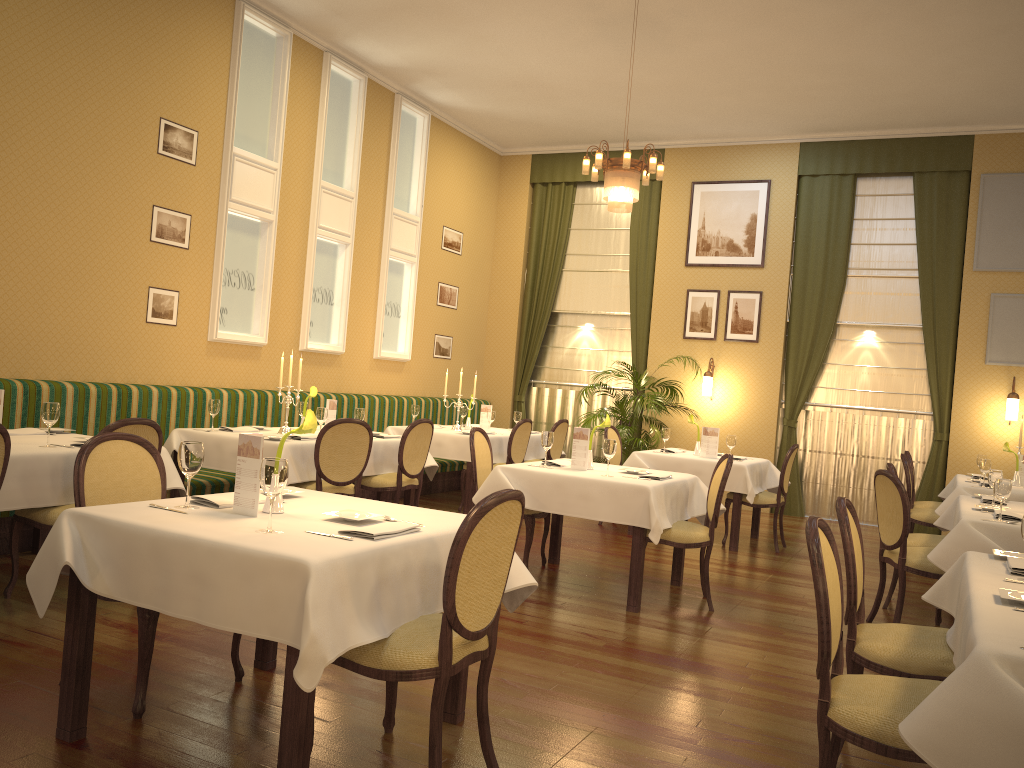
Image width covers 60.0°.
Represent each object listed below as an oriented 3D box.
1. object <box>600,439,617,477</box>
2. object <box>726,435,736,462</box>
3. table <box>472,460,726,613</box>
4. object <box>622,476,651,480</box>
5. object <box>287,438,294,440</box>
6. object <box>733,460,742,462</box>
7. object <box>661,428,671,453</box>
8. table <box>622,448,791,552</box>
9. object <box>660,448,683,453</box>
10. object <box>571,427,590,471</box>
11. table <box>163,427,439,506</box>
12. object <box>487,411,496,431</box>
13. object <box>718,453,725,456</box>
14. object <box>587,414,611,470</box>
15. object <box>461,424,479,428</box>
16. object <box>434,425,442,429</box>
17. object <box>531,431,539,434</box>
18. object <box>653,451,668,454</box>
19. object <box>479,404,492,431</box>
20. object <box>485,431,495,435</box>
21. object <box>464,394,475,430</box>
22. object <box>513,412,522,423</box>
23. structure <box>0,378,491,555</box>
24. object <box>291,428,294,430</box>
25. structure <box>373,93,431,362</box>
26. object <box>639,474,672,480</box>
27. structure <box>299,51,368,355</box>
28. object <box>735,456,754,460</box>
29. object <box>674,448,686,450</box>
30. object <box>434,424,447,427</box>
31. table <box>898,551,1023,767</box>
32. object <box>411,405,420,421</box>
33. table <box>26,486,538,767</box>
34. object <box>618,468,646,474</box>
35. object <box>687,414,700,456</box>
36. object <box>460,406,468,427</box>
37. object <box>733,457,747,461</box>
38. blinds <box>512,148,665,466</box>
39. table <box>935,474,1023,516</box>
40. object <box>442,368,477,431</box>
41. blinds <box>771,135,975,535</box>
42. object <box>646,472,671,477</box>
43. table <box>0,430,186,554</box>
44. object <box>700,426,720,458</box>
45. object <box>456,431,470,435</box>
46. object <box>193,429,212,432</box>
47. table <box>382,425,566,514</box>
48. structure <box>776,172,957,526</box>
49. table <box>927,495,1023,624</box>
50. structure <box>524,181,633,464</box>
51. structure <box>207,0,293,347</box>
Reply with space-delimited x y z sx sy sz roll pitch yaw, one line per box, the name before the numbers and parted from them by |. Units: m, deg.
object | 0.599 0.457 5.487 0.088 0.229 0.088 5 0 -22
object | 1.929 0.567 7.824 0.088 0.229 0.088 5 0 -16
table | 0.582 0.947 5.849 1.389 0.759 1.395 5 0 28
object | 0.770 0.581 5.500 0.185 0.010 0.017 5 0 26
object | -1.605 0.381 6.253 0.181 0.015 0.038 5 0 28
object | 1.964 0.679 7.918 0.185 0.010 0.017 5 0 26
object | 1.420 0.524 8.223 0.088 0.229 0.088 5 0 -16
table | 1.776 1.045 8.267 1.389 0.759 1.395 5 0 28
object | 1.512 0.632 8.402 0.142 0.033 0.273 5 0 26
object | 0.432 0.421 5.795 0.081 0.277 0.166 5 0 -17
table | -1.576 0.767 6.925 1.385 0.759 2.152 5 0 26
object | -0.217 0.387 8.975 0.088 0.229 0.088 5 0 -16
object | 1.963 0.673 8.462 0.160 0.024 0.160 5 0 26
object | 0.561 0.381 5.855 0.163 0.375 0.076 5 0 3
object | -0.443 0.468 9.917 0.142 0.033 0.273 5 0 26
object | -0.839 0.436 9.031 0.142 0.033 0.273 5 0 26
object | 0.177 0.524 9.622 0.142 0.024 0.273 5 0 26
object | 1.381 0.630 8.144 0.185 0.010 0.017 5 0 28
object | -0.306 0.357 9.396 0.166 0.277 0.081 5 0 43
object | -0.289 0.482 8.795 0.142 0.033 0.273 5 0 26
object | -0.440 0.295 9.384 0.076 0.375 0.163 5 0 13
object | 0.053 0.409 9.367 0.088 0.229 0.088 5 0 -16
structure | -3.338 0.491 5.589 0.850 1.031 14.516 5 0 26
object | -1.769 0.369 7.240 0.185 0.010 0.017 5 0 28
structure | -1.300 -1.762 10.246 0.200 2.985 0.670 5 0 26
object | 0.914 0.588 5.640 0.142 0.024 0.273 5 0 26
structure | -1.861 -1.808 9.108 0.200 2.985 0.661 5 0 26
object | 2.187 0.695 8.340 0.181 0.015 0.038 5 0 28
object | 1.604 0.642 8.656 0.160 0.024 0.160 5 0 26
object | -0.783 0.443 9.340 0.160 0.024 0.160 5 0 26
table | 1.928 1.062 2.617 1.385 0.759 2.152 5 0 26
object | -0.974 0.324 8.861 0.088 0.229 0.088 5 0 -16
table | -0.764 0.837 3.125 1.389 0.759 1.395 5 0 28
object | 0.792 0.577 5.818 0.160 0.024 0.160 5 0 26
object | 1.710 0.475 8.290 0.076 0.375 0.163 5 0 -42
object | -0.536 0.360 9.738 0.088 0.229 0.088 5 0 -16
object | 2.067 0.683 8.154 0.142 0.024 0.273 5 0 26
blinds | 0.961 -0.920 11.707 1.934 4.537 0.225 5 0 26
table | 4.435 1.267 7.693 1.385 0.759 2.152 5 0 26
object | -0.538 0.150 9.070 0.390 0.655 0.131 5 0 32
blinds | 4.089 -0.658 10.140 1.878 4.537 0.129 5 0 26
object | 0.962 0.595 5.860 0.181 0.015 0.038 5 0 28
table | -2.772 0.669 4.502 1.385 0.759 2.152 5 0 26
object | 1.789 0.533 8.086 0.166 0.277 0.081 5 0 33
object | -0.435 0.473 8.510 0.160 0.024 0.160 5 0 26
object | -2.221 0.329 6.366 0.181 0.015 0.038 5 0 28
table | -0.381 0.865 9.343 1.385 0.759 2.152 5 0 26
structure | 4.134 -0.642 10.250 1.900 4.511 0.134 5 0 26
table | 3.251 1.170 5.297 1.385 0.759 2.152 5 0 26
structure | 1.009 -0.904 11.810 1.942 4.511 0.123 5 0 26
structure | -2.391 -1.851 8.037 0.200 2.985 0.687 5 0 26
